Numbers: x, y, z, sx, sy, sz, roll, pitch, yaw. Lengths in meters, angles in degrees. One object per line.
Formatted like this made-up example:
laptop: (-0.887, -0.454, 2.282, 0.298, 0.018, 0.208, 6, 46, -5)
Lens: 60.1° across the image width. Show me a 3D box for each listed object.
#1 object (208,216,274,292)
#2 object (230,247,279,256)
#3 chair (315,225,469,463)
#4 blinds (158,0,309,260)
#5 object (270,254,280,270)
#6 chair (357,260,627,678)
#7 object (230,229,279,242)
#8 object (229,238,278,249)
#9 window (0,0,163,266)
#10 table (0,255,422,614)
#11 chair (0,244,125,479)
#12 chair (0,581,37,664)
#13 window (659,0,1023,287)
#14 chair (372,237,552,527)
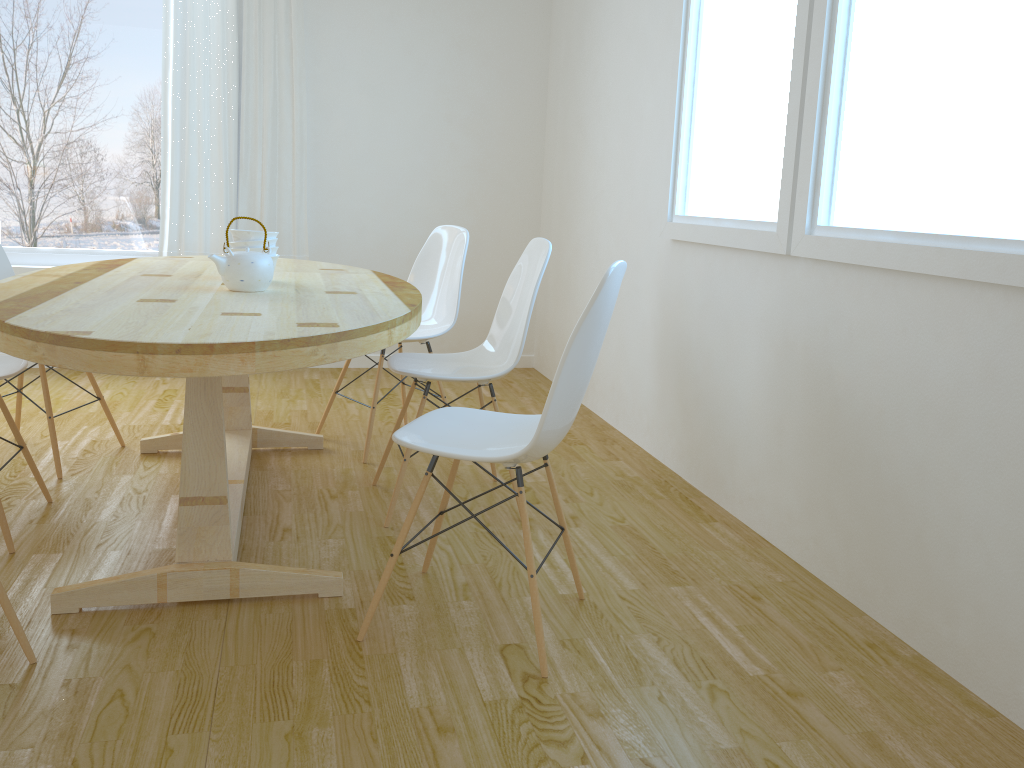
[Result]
object: (-0.772, -0.373, 2.529, 0.177, 0.209, 0.148, 0, 10, -15)
object: (-0.822, -0.395, 2.820, 0.151, 0.092, 0.153, 8, 12, 24)
chair: (-0.470, -0.203, 3.625, 0.524, 0.893, 0.433, -5, 12, -39)
blinds: (-1.462, -1.724, 4.680, 0.795, 2.140, 0.151, 1, 9, -14)
object: (-0.820, -0.372, 2.822, 0.152, 0.082, 0.153, 8, 12, 24)
chair: (-0.029, 0.140, 2.103, 0.524, 0.893, 0.433, 5, 9, 15)
object: (-0.820, -0.447, 2.815, 0.152, 0.086, 0.153, 5, 11, 13)
object: (-0.824, -0.419, 2.817, 0.151, 0.095, 0.153, 3, 11, 2)
window: (-2.793, -1.581, 4.568, 2.726, 1.900, 0.089, 0, 9, -14)
table: (-0.907, 0.043, 2.771, 1.193, 0.718, 2.213, 0, 12, -16)
chair: (-1.760, -0.175, 3.194, 0.523, 0.893, 0.434, 4, 9, 5)
chair: (-1.320, 0.144, 1.784, 0.525, 0.893, 0.432, -6, 13, -44)
window: (-0.312, -0.910, 2.226, 2.548, 2.034, 1.899, 0, 10, -14)
chair: (-0.170, -0.042, 2.933, 0.523, 0.893, 0.434, 0, 9, -14)
